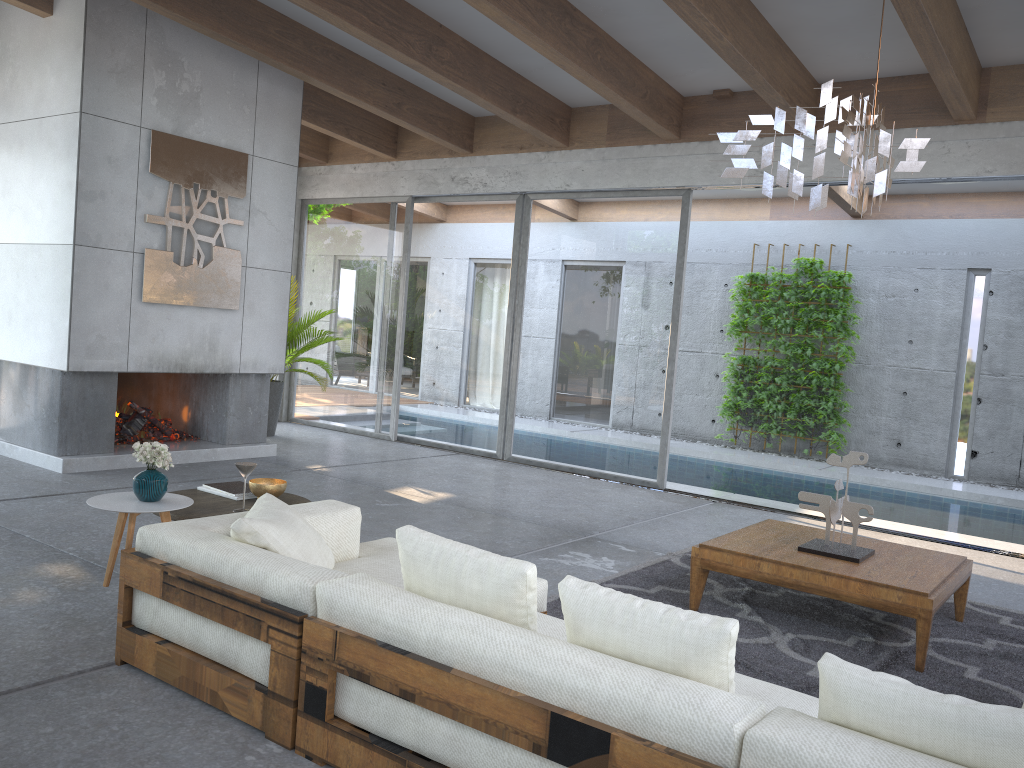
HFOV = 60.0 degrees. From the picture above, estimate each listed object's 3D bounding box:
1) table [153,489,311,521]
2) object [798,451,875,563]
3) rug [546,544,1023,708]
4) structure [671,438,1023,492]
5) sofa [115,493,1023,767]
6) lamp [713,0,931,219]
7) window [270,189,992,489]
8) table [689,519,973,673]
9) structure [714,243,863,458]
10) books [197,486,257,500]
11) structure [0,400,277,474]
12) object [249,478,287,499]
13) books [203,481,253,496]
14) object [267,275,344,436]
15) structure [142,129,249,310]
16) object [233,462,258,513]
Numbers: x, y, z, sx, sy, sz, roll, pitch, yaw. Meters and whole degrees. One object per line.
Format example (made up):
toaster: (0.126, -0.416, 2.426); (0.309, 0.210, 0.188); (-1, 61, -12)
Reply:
table: (-1.303, 0.766, 4.108); (0.725, 0.441, 0.725); (4, 3, -3)
object: (1.637, 0.587, 4.493); (0.379, 0.518, 0.346); (7, 4, 36)
rug: (1.251, 1.161, 4.111); (2.187, 0.056, 3.186); (7, 4, 36)
structure: (4.166, 1.015, 11.158); (13.673, 0.068, 0.477); (7, 4, 36)
sofa: (0.641, 0.901, 2.965); (3.733, 0.777, 1.965); (7, 4, 36)
lamp: (1.340, -1.380, 3.535); (0.862, 1.400, 0.636); (4, 3, -7)
window: (1.943, -0.635, 4.179); (23.280, 3.764, 14.294); (7, 4, 36)
table: (1.636, 1.022, 4.526); (1.112, 0.352, 1.048); (7, 4, 36)
structure: (5.390, -0.085, 7.483); (2.739, 2.687, 10.282); (2, 4, -37)
books: (-1.343, 0.521, 4.312); (0.303, 0.015, 0.220); (7, 4, 35)
structure: (-3.655, 0.277, 8.091); (2.203, 0.595, 2.012); (7, 4, 36)
object: (-1.148, 0.505, 4.164); (0.173, 0.097, 0.173); (5, 3, 15)
books: (-1.336, 0.508, 4.316); (0.290, 0.012, 0.205); (7, 4, 41)
object: (-2.612, -0.352, 9.599); (1.798, 1.819, 1.484); (8, 4, 43)
structure: (-2.611, -1.318, 7.340); (0.041, 1.351, 0.919); (7, 4, 36)
object: (-1.182, 0.458, 3.919); (0.099, 0.212, 0.099); (3, 4, -24)
